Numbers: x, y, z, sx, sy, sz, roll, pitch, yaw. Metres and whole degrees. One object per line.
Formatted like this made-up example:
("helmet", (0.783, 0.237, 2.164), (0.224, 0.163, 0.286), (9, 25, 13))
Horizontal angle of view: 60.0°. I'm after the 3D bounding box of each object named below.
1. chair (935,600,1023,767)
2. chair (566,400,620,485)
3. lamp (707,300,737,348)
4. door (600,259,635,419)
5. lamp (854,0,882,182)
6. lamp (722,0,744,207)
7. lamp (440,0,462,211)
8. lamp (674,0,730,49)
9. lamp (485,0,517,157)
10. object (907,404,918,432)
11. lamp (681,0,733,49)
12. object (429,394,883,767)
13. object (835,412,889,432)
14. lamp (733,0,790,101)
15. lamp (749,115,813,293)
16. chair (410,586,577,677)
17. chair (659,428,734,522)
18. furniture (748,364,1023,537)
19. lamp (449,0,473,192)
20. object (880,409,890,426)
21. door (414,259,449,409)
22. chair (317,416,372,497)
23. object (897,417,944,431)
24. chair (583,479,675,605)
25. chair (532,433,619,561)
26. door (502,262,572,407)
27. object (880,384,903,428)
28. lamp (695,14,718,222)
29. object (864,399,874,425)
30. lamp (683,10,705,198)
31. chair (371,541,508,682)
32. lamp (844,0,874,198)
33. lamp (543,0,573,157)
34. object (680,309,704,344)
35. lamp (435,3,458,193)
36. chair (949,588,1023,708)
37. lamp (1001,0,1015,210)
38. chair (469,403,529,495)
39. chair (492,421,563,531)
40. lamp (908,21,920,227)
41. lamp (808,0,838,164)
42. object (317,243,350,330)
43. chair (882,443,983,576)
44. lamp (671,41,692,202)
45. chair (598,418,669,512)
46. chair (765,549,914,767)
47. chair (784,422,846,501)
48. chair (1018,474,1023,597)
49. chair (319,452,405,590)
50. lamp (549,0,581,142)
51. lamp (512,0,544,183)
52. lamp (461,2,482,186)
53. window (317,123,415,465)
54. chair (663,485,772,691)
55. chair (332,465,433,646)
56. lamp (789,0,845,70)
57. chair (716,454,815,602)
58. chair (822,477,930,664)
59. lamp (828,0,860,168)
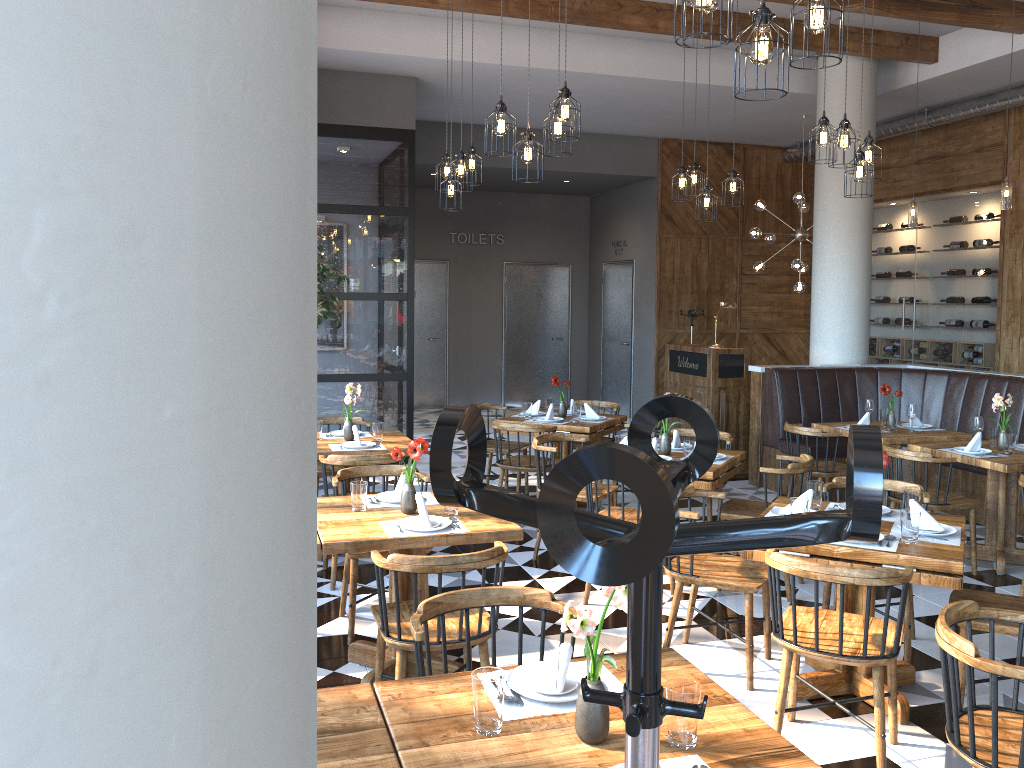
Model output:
("chair", (1.511, 1.114, 2.555), (0.550, 0.815, 0.520), (3, 4, 27))
("chair", (0.705, 0.586, 8.134), (0.520, 0.815, 0.551), (3, 4, 27))
("lamp", (2.138, -0.477, 9.036), (0.445, 0.755, 0.170), (-3, 4, -42))
("door", (1.626, -0.727, 13.871), (0.114, 2.388, 1.209), (0, 3, -17))
("lamp", (2.434, -2.417, 5.981), (0.175, 2.066, 0.175), (2, 3, 22))
("lamp", (1.921, -2.574, 7.616), (0.175, 2.066, 0.175), (0, 3, -7))
("lamp", (-0.476, -2.414, 7.002), (0.175, 2.066, 0.175), (0, 3, -5))
("lamp", (0.659, -2.201, 2.972), (0.175, 2.066, 0.175), (0, 3, -9))
("lamp", (-0.056, -2.362, 5.081), (0.175, 2.066, 0.175), (3, 3, 34))
("object", (3.122, 0.264, 6.914), (0.081, 0.215, 0.081), (1, 3, 13))
("lamp", (0.719, -2.275, 3.169), (0.175, 2.066, 0.175), (1, 3, 2))
("object", (0.092, 0.849, 0.699), (0.375, 1.655, 0.375), (-1, 4, -35))
("object", (2.763, 0.291, 6.995), (0.272, 0.137, 0.353), (-1, 5, -17))
("lamp", (0.870, -2.027, 3.007), (0.175, 2.066, 0.175), (1, 3, 2))
("lamp", (3.587, -2.219, 10.963), (1.187, 2.187, 1.163), (3, 4, 34))
("chair", (-0.030, 1.089, 2.632), (0.519, 0.815, 0.551), (0, 4, -17))
("chair", (1.286, 0.762, 6.314), (0.520, 0.815, 0.551), (3, 4, 27))
("furniture", (4.181, 0.681, 5.744), (1.917, 1.147, 6.605), (-1, 5, -17))
("lamp", (-0.381, -2.525, 6.795), (0.175, 2.066, 0.175), (-2, 4, -38))
("object", (3.037, 0.276, 7.221), (0.080, 0.132, 0.080), (0, 4, -17))
("door", (-1.593, -0.785, 14.099), (1.207, 2.389, 0.114), (0, 3, -17))
("chair", (-1.334, 0.688, 6.784), (0.519, 0.815, 0.551), (0, 4, -17))
("object", (3.267, 0.283, 7.144), (0.272, 0.137, 0.353), (-1, 5, -17))
("chair", (0.689, 0.861, 5.173), (0.520, 0.815, 0.551), (3, 4, 27))
("chair", (0.416, 0.777, 6.041), (0.550, 0.815, 0.520), (3, 4, 27))
("door", (0.424, -0.821, 14.733), (1.207, 2.389, 0.114), (0, 3, -17))
("object", (3.011, 0.177, 7.078), (0.156, 0.354, 0.171), (-1, 4, -24))
("lamp", (1.699, -2.449, 7.646), (0.175, 2.066, 0.175), (2, 3, 26))
("object", (2.910, 0.233, 7.223), (0.081, 0.215, 0.081), (-1, 4, -26))
("lamp", (1.634, -2.700, 7.856), (0.175, 2.066, 0.175), (2, 3, 26))
("chair", (-0.299, 1.006, 3.486), (0.519, 0.815, 0.551), (0, 4, -17))
("lamp", (2.303, -2.271, 5.808), (0.175, 2.066, 0.175), (-1, 4, -34))
("lamp", (0.290, -2.425, 5.343), (0.175, 2.066, 0.175), (-1, 3, -34))
("object", (2.516, -0.215, 12.452), (0.374, 1.655, 0.375), (1, 3, 5))
("lamp", (-0.525, -2.607, 7.203), (0.175, 2.066, 0.175), (0, 3, -16))
("chair", (2.115, 1.017, 3.674), (0.550, 0.815, 0.520), (3, 4, 27))
("lamp", (4.074, -2.413, 7.237), (0.078, 1.960, 0.078), (-1, 3, -32))
("chair", (-0.150, 0.603, 7.843), (0.550, 0.815, 0.520), (3, 4, 27))
("chair", (0.122, 0.687, 6.975), (0.520, 0.815, 0.551), (3, 4, 27))
("lamp", (3.759, -2.451, 8.241), (0.078, 1.960, 0.078), (1, 3, 14))
("lamp", (2.080, -2.508, 5.847), (0.175, 2.066, 0.175), (-1, 4, -34))
("object", (-2.434, -0.345, 8.194), (1.635, 2.586, 1.382), (-2, 4, -33))
("chair", (2.736, 0.821, 5.859), (0.550, 0.815, 0.521), (0, 4, -17))
("lamp", (1.496, -2.631, 7.702), (0.175, 2.066, 0.175), (1, 3, 15))
("chair", (0.992, 0.672, 7.247), (0.550, 0.815, 0.520), (3, 4, 27))
("chair", (1.245, 1.032, 3.401), (0.520, 0.815, 0.551), (3, 4, 27))
("chair", (2.406, 0.719, 6.909), (0.550, 0.815, 0.521), (0, 4, -17))
("chair", (3.066, 0.922, 4.809), (0.550, 0.815, 0.521), (0, 4, -17))
("chair", (-0.944, 0.808, 5.540), (0.519, 0.815, 0.551), (0, 4, -17))
("lamp", (0.319, -2.462, 5.134), (0.175, 2.066, 0.175), (-1, 3, -23))
("lamp", (0.105, -2.243, 5.239), (0.175, 2.066, 0.175), (-1, 3, -23))
("lamp", (-0.319, -2.658, 7.163), (0.175, 2.066, 0.175), (0, 3, -5))
("window", (-2.614, -0.975, 10.023), (2.728, 3.541, 2.191), (-1, 4, -17))
("chair", (0.973, 0.948, 4.269), (0.550, 0.815, 0.520), (3, 4, 27))
("chair", (-0.689, 0.886, 4.730), (0.519, 0.815, 0.551), (0, 4, -17))
("lamp", (1.082, -2.162, 3.071), (0.175, 2.066, 0.175), (-1, 3, -32))
("chair", (1.558, 0.846, 5.445), (0.550, 0.815, 0.520), (3, 4, 27))
("chair", (1.842, 0.933, 4.542), (0.520, 0.815, 0.551), (3, 4, 27))
("lamp", (2.147, -2.433, 5.653), (0.175, 2.066, 0.175), (4, 4, 45))
